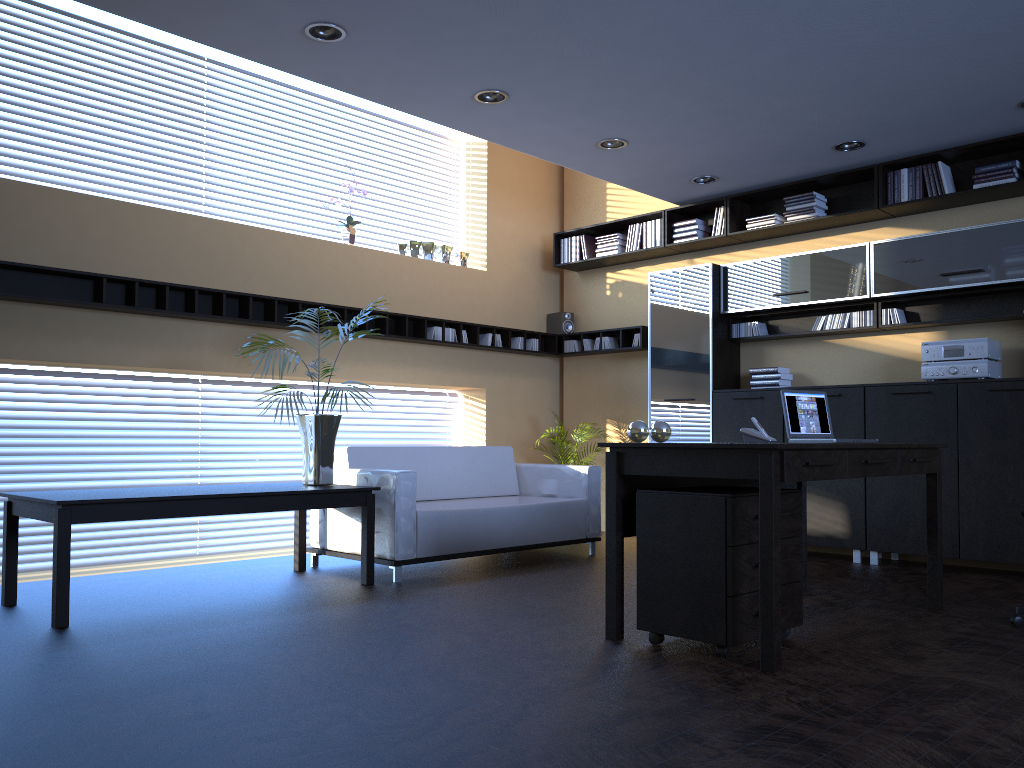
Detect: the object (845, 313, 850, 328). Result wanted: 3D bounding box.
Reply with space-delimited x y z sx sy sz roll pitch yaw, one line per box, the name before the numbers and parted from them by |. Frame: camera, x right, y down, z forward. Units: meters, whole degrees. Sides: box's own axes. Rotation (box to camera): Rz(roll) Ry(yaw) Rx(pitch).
object | 2.663 -0.492 6.960 0.036 0.116 0.140 -2 -4 44

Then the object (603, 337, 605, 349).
object | 0.937 -0.393 8.660 0.009 0.120 0.142 -2 -4 44

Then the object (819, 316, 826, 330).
object | 2.519 -0.481 7.103 0.055 0.110 0.140 -2 -4 45

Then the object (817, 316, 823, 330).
object | 2.503 -0.480 7.116 0.055 0.110 0.140 -2 -4 45

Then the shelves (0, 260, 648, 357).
shelves | -1.408 -0.565 6.496 1.250 0.213 6.627 -3 -5 44

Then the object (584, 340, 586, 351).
object | 0.770 -0.383 8.823 0.030 0.120 0.142 -2 -4 44

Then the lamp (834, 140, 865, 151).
lamp | 2.424 -1.753 6.362 0.209 0.096 0.208 -2 -4 38

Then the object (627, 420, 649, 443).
object | 0.597 0.225 4.197 0.105 0.105 0.105 2 -3 -26

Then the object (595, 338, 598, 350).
object | 0.875 -0.389 8.720 0.030 0.120 0.142 -2 -4 44

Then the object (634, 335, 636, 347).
object | 1.208 -0.408 8.393 0.030 0.120 0.142 -2 -4 44

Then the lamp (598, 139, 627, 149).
lamp | 0.718 -1.761 6.346 0.209 0.096 0.208 -1 -4 26

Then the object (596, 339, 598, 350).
object | 0.883 -0.389 8.713 0.030 0.120 0.142 -2 -4 44

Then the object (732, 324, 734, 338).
object | 1.947 -0.451 7.663 0.009 0.120 0.142 -2 -4 45

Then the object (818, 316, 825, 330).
object | 2.513 -0.480 7.112 0.055 0.110 0.140 -2 -4 44

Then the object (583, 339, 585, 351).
object | 0.763 -0.382 8.830 0.030 0.120 0.142 -2 -4 44

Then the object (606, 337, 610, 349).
object | 0.974 -0.395 8.623 0.030 0.120 0.142 -2 -4 44

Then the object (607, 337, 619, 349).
object | 0.984 -0.394 8.613 0.040 0.118 0.142 -2 -4 44

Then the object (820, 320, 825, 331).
object | 2.523 -0.480 7.109 0.059 0.112 0.142 -2 -4 44

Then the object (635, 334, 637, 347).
object | 1.216 -0.408 8.386 0.030 0.120 0.142 -2 -4 44

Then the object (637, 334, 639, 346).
object | 1.231 -0.409 8.371 0.030 0.120 0.142 -2 -4 44

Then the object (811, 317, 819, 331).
object | 2.473 -0.478 7.144 0.059 0.112 0.142 -2 -4 44

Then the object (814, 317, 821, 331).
object | 2.491 -0.479 7.133 0.059 0.112 0.142 -2 -4 45

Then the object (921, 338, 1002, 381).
object | 3.162 -0.158 6.241 0.430 0.281 0.363 -3 -4 44

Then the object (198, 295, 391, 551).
object | -1.537 0.357 6.225 1.040 1.857 1.897 1 -3 -26

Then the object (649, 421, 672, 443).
object | 0.709 0.228 4.239 0.105 0.105 0.105 2 -3 -26

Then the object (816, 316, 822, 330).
object | 2.498 -0.479 7.126 0.059 0.112 0.142 -2 -4 44

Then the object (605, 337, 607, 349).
object | 0.959 -0.394 8.638 0.030 0.120 0.142 -2 -4 44

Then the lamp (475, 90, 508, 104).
lamp | -0.127 -1.820 5.486 0.209 0.096 0.208 -1 -3 14

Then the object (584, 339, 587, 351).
object | 0.777 -0.383 8.816 0.030 0.120 0.142 -2 -4 44

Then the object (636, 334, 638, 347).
object | 1.223 -0.409 8.378 0.030 0.120 0.142 -2 -4 44

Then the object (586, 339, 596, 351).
object | 0.795 -0.383 8.798 0.040 0.118 0.142 -2 -4 44

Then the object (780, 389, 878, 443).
object | 1.660 0.167 4.636 0.390 0.282 0.323 2 -4 -35

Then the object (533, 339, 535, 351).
object | 0.170 -0.386 8.825 0.142 0.120 0.009 -3 -4 44

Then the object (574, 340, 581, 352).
object | 0.681 -0.377 8.911 0.040 0.118 0.142 -2 -4 44

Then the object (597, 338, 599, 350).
object | 0.890 -0.390 8.705 0.030 0.120 0.142 -2 -4 44

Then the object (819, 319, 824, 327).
object | 2.514 -0.480 7.113 0.059 0.112 0.142 -2 -4 44

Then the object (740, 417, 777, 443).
object | 1.211 0.226 4.355 0.146 0.126 0.130 -1 -3 29

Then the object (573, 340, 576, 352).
object | 0.663 -0.377 8.928 0.009 0.120 0.142 -2 -4 44

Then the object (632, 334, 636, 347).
object | 1.198 -0.406 8.403 0.040 0.118 0.142 -2 -4 44

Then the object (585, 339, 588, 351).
object | 0.785 -0.384 8.809 0.030 0.120 0.142 -2 -4 44

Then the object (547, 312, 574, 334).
object | 0.503 -0.611 9.108 0.159 0.229 0.254 2 -3 -35

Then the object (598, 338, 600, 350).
object | 0.897 -0.390 8.698 0.030 0.120 0.142 -2 -4 44

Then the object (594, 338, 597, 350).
object | 0.864 -0.387 8.730 0.040 0.118 0.142 -2 -4 44

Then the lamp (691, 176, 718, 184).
lamp | 1.563 -1.703 7.207 0.208 0.096 0.209 2 -4 -27

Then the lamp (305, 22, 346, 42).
lamp | -0.973 -1.878 4.626 0.209 0.096 0.208 -1 -3 14

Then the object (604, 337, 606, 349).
object | 0.951 -0.393 8.645 0.030 0.120 0.142 -2 -4 44

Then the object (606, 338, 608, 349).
object | 0.966 -0.394 8.630 0.030 0.120 0.142 -2 -4 44

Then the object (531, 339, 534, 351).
object | 0.159 -0.386 8.822 0.142 0.120 0.009 -3 -4 44

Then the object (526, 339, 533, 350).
object | 0.145 -0.386 8.801 0.142 0.118 0.040 -3 -4 44

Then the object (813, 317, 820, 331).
object | 2.487 -0.478 7.144 0.059 0.112 0.142 -2 -4 45

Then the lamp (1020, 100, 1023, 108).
lamp | 3.284 -1.802 5.518 0.209 0.096 0.208 -2 -4 38
